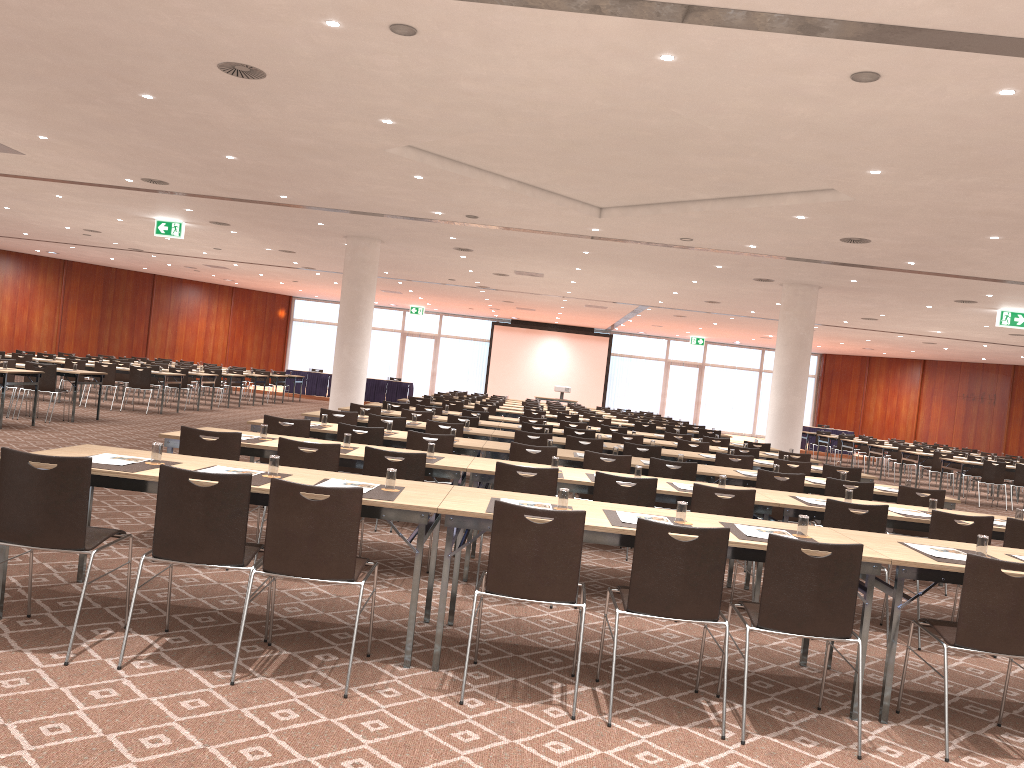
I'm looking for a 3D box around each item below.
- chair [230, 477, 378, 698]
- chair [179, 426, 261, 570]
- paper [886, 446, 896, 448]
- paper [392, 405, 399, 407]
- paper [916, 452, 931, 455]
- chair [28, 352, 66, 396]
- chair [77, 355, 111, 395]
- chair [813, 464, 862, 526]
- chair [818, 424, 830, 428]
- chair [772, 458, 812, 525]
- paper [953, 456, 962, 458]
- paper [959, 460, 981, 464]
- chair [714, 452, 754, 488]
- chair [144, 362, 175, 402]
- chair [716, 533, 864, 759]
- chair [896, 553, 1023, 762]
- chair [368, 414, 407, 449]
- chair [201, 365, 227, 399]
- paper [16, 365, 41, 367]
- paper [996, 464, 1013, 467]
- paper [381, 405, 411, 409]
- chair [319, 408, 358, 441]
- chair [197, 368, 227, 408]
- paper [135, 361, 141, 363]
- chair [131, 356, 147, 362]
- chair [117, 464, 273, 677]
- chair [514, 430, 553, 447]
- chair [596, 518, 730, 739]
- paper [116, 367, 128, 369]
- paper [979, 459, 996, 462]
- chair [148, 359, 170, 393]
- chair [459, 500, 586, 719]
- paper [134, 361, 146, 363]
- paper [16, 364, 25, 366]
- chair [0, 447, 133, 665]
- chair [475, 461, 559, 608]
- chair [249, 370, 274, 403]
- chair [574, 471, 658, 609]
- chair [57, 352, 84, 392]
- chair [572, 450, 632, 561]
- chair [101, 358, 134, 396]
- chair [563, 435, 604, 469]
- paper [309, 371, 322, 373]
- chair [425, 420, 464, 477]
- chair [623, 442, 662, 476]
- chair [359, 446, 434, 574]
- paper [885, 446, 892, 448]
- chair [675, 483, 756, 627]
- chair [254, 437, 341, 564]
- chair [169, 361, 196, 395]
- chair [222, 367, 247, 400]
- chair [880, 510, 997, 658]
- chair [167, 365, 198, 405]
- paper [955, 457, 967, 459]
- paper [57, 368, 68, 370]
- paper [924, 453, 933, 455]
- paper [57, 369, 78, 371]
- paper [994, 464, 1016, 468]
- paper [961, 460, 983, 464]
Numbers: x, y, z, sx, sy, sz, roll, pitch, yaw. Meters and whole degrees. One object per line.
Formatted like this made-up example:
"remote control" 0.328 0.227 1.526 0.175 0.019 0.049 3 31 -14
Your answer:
"chair" -0.956 0.923 4.302 0.535 0.939 0.613 6 1 1
"chair" -2.141 0.779 6.362 0.535 0.939 0.613 6 1 3
"paper" 9.497 1.578 22.136 0.283 0.006 0.398 6 0 0
"paper" -1.949 0.372 14.895 0.283 0.006 0.398 6 0 1
"paper" 9.497 1.596 20.056 0.460 0.003 0.565 6 0 -1
"chair" -10.422 -0.222 19.955 0.535 0.939 0.613 6 1 4
"chair" -10.334 -0.226 22.035 0.535 0.939 0.613 6 1 3
"chair" 3.713 1.395 10.240 0.535 0.939 0.613 6 1 3
"chair" 11.253 1.946 32.008 0.535 0.939 0.613 6 1 2
"chair" 3.154 1.333 10.294 0.535 0.939 0.613 6 1 -1
"paper" 10.120 1.660 20.123 0.283 0.006 0.398 6 0 -2
"paper" 9.480 1.608 18.074 0.460 0.003 0.565 6 0 2
"chair" 2.492 1.261 10.265 0.535 0.939 0.613 6 1 1
"chair" -8.721 -0.049 22.001 0.535 0.939 0.613 6 1 1
"chair" 1.356 1.177 4.254 0.535 0.939 0.613 6 1 3
"chair" 2.304 1.281 4.311 0.535 0.939 0.613 6 1 3
"chair" -1.471 0.826 10.313 0.535 0.939 0.613 6 1 0
"chair" -8.705 -0.074 26.001 0.535 0.939 0.613 6 1 2
"paper" -8.230 -0.314 14.918 0.460 0.003 0.565 6 0 2
"paper" 10.094 1.671 18.132 0.283 0.006 0.398 6 0 4
"paper" -1.915 0.380 14.789 0.460 0.003 0.565 6 0 3
"chair" -2.037 0.763 10.360 0.535 0.939 0.613 6 1 -2
"chair" -7.414 0.094 22.033 0.535 0.939 0.613 6 1 -1
"paper" -10.279 -0.604 24.461 0.460 0.003 0.565 6 0 1
"chair" -10.936 -0.320 26.048 0.535 0.939 0.613 6 1 -1
"chair" -1.494 0.864 4.348 0.535 0.939 0.613 6 1 -1
"chair" 0.198 1.009 10.313 0.535 0.939 0.613 6 1 -1
"chair" 0.750 1.110 4.301 0.535 0.939 0.613 6 1 0
"paper" -8.203 -0.339 18.497 0.283 0.006 0.398 6 0 0
"paper" 10.752 1.730 20.103 0.283 0.006 0.398 6 0 1
"chair" -10.259 -0.246 26.093 0.535 0.939 0.613 6 1 4
"chair" 0.094 1.038 4.357 0.535 0.939 0.613 6 1 4
"paper" -10.302 -0.611 24.552 0.283 0.006 0.398 6 0 5
"paper" -8.262 -0.322 14.977 0.283 0.006 0.398 6 0 4
"chair" -2.227 0.784 4.329 0.535 0.939 0.613 6 1 1
"chair" 0.054 1.021 6.281 0.535 0.939 0.613 6 1 -1
"chair" -7.319 0.077 26.031 0.535 0.939 0.613 6 1 -1
"chair" 0.754 1.097 6.343 0.535 0.939 0.613 6 1 2
"chair" -11.054 -0.306 22.109 0.535 0.939 0.613 6 1 3
"chair" 0.834 1.093 8.265 0.535 0.939 0.613 6 1 2
"chair" -9.711 -0.157 21.940 0.535 0.939 0.613 6 1 -1
"chair" 0.786 1.073 10.343 0.535 0.939 0.613 6 1 -1
"paper" -7.113 -0.436 31.972 0.460 0.003 0.565 6 0 1
"chair" -0.821 0.897 10.377 0.535 0.939 0.613 6 1 -1
"chair" 1.440 1.146 10.253 0.535 0.939 0.613 6 1 0
"chair" -0.850 0.921 6.335 0.535 0.939 0.613 6 1 2
"paper" 9.572 1.591 22.063 0.460 0.003 0.565 6 0 3
"chair" 1.417 1.170 6.287 0.535 0.939 0.613 6 1 0
"chair" -1.448 0.856 6.312 0.535 0.939 0.613 6 1 1
"chair" -9.605 -0.173 25.938 0.535 0.939 0.613 6 1 3
"chair" -8.077 -0.005 25.907 0.535 0.939 0.613 6 1 -1
"chair" 3.041 1.349 6.253 0.535 0.939 0.613 6 1 -1
"chair" -8.099 0.020 21.907 0.535 0.939 0.613 6 1 -2
"paper" 10.153 1.668 20.051 0.460 0.003 0.565 6 0 -1
"paper" -7.642 -0.254 14.967 0.283 0.006 0.398 6 0 0
"paper" 9.489 1.591 20.155 0.283 0.006 0.398 6 0 2
"paper" -7.584 -0.243 14.935 0.460 0.003 0.565 6 0 -2
"paper" 10.134 1.680 18.057 0.460 0.003 0.565 6 0 -1
"paper" 9.422 1.597 18.124 0.283 0.006 0.398 6 0 2
